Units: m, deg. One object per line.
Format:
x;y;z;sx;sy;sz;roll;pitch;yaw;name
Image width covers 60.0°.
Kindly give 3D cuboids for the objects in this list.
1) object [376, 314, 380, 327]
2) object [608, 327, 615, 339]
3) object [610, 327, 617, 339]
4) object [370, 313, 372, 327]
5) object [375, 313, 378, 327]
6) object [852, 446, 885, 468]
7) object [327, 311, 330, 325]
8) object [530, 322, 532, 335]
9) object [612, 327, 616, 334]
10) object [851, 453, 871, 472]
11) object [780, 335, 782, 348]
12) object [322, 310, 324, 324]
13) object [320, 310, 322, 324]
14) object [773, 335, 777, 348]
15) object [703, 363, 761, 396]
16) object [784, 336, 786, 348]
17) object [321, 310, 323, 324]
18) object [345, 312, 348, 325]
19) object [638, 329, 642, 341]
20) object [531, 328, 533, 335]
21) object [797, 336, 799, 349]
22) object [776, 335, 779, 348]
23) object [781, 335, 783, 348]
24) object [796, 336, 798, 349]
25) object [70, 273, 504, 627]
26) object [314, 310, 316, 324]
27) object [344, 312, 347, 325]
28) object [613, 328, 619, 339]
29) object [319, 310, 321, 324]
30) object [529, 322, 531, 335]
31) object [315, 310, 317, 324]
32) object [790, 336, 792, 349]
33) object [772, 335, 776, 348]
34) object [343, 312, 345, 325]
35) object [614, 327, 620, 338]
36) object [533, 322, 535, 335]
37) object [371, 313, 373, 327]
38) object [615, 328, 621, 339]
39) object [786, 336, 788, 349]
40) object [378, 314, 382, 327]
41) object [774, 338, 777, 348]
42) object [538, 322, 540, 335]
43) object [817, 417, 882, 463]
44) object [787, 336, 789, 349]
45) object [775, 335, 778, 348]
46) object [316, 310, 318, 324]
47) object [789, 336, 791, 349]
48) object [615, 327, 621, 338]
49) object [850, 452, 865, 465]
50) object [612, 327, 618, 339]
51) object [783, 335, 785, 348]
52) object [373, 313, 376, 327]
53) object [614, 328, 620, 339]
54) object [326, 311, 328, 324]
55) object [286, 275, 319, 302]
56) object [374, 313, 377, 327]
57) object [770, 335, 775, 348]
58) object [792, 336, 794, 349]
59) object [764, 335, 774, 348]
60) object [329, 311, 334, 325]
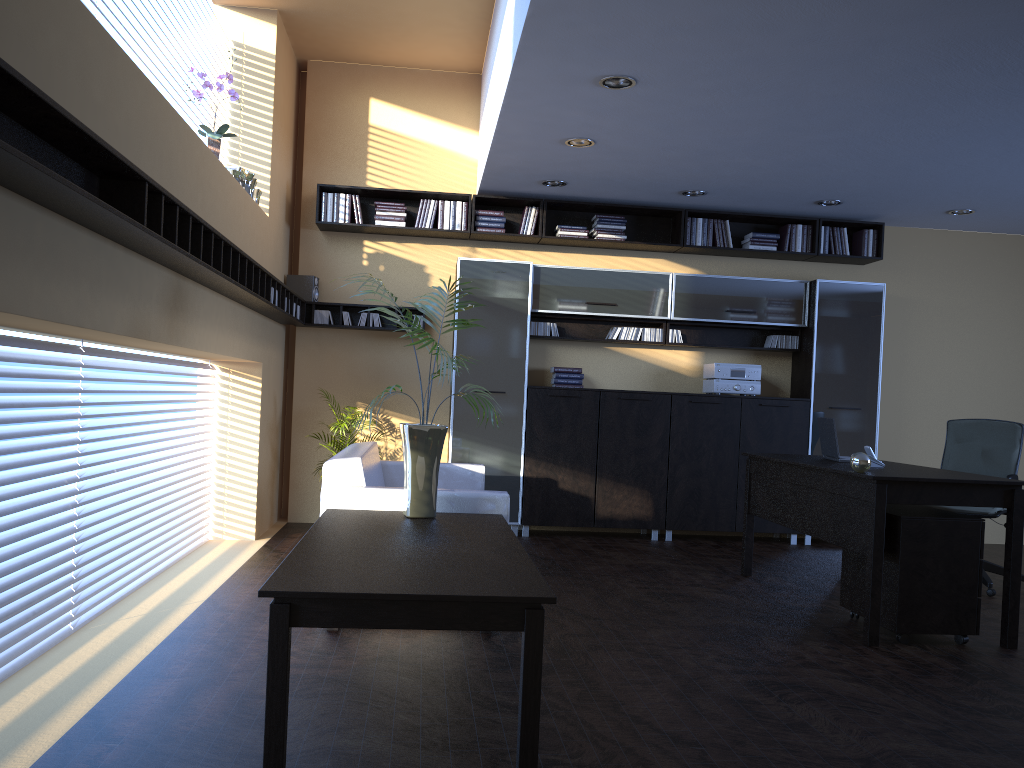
-1.196;-0.564;7.918;0.030;0.120;0.142;3;0;-6;object
0.899;-0.462;8.125;0.059;0.113;0.142;3;0;-6;object
0.918;-0.461;8.132;0.059;0.113;0.142;3;0;-6;object
-1.257;-0.567;7.912;0.009;0.120;0.142;3;0;-6;object
-1.206;-0.564;7.917;0.030;0.120;0.142;3;0;-6;object
2.173;0.440;5.403;0.146;0.127;0.130;3;0;-21;object
-1.628;-0.585;7.874;0.009;0.120;0.142;3;0;-6;object
0.164;-0.500;8.052;0.009;0.120;0.142;3;0;-5;object
0.908;-0.462;8.136;0.059;0.113;0.142;3;0;-5;object
1.901;0.430;4.831;0.105;0.105;0.105;3;0;13;object
2.485;-0.390;8.287;0.009;0.120;0.142;3;0;-6;object
-1.668;-0.587;7.870;0.009;0.120;0.142;3;0;-6;object
-1.689;-0.588;7.868;0.009;0.120;0.142;3;0;-6;object
2.433;-0.392;8.286;0.030;0.120;0.142;3;0;-6;object
2.006;-0.038;8.092;0.430;0.282;0.363;3;0;-6;object
2.525;-0.389;8.287;0.009;0.120;0.142;3;0;-6;object
-1.679;-0.587;7.869;0.009;0.120;0.142;3;0;-6;object
-1.469;-0.577;7.890;0.030;0.120;0.142;3;0;-6;object
1.162;-0.453;8.154;0.036;0.116;0.140;3;0;-6;object
0.173;-0.500;8.059;0.009;0.120;0.142;3;0;-6;object
2.645;-0.383;8.294;0.006;0.118;0.140;3;0;-6;object
2.464;-0.391;8.287;0.009;0.120;0.142;3;0;-6;object
2.496;-0.390;8.278;0.009;0.120;0.142;3;0;-6;object
2.636;-0.383;8.293;0.009;0.120;0.142;3;0;-6;object
-1.021;0.304;4.487;1.895;1.860;1.040;3;0;14;object
-1.740;-0.590;7.863;0.009;0.120;0.142;3;0;-6;object
-1.479;-0.577;7.889;0.030;0.120;0.142;3;0;-6;object
0.939;-0.460;8.131;0.055;0.110;0.140;3;0;-6;object
-1.699;-0.588;7.867;0.009;0.120;0.142;3;0;-6;object
0.154;-0.501;8.053;0.009;0.120;0.142;3;0;-6;object
-1.730;-0.590;7.864;0.009;0.120;0.142;3;0;-6;object
2.585;-0.386;8.292;0.009;0.120;0.142;3;0;-6;object
2.423;-0.393;8.285;0.030;0.120;0.142;3;0;-6;object
-1.490;-0.578;7.888;0.030;0.120;0.142;3;0;-6;object
0.948;-0.460;8.137;0.059;0.113;0.142;3;0;-6;object
0.194;-0.499;8.056;0.009;0.120;0.142;3;0;-6;object
-1.247;-0.567;7.913;0.009;0.120;0.142;3;0;-6;object
0.959;-0.459;8.134;0.055;0.110;0.140;3;0;-6;object
2.545;-0.388;8.289;0.009;0.120;0.142;3;0;-6;object
-1.181;-0.562;7.919;0.040;0.118;0.142;3;0;-6;object
2.444;-0.392;8.286;0.030;0.120;0.142;3;0;-6;object
0.234;-0.497;8.059;0.009;0.120;0.142;3;0;-6;object
2.249;0.373;5.925;0.323;0.283;0.390;3;0;4;object
2.556;-0.387;8.287;0.009;0.120;0.142;3;0;-6;object
2.444;-0.392;8.278;0.026;0.117;0.140;3;0;-6;object
-1.720;-0.589;7.865;0.009;0.120;0.142;3;0;-6;object
2.575;-0.386;8.290;0.006;0.118;0.140;3;0;-6;object
0.958;-0.459;8.141;0.059;0.113;0.142;3;0;-6;object
1.941;0.433;4.944;0.105;0.105;0.105;3;0;13;object
0.928;-0.461;8.133;0.059;0.113;0.142;3;0;-6;object
2.516;-0.389;8.278;0.006;0.118;0.140;3;0;-6;object
-1.227;-0.565;7.915;0.030;0.120;0.142;3;0;-6;object
0.949;-0.460;8.136;0.055;0.110;0.140;3;0;-6;object
-1.638;-0.585;7.873;0.009;0.120;0.142;3;0;-6;object
-1.852;-0.840;7.857;0.254;0.229;0.159;3;0;4;object
-1.216;-0.565;7.916;0.030;0.120;0.142;3;0;-6;object
2.413;-0.393;8.284;0.030;0.120;0.142;3;0;-6;object
2.606;-0.385;8.293;0.009;0.120;0.142;3;0;-6;object
2.398;-0.393;8.283;0.040;0.118;0.142;3;0;-6;object
-1.604;-0.582;7.877;0.040;0.118;0.142;3;0;-6;object
